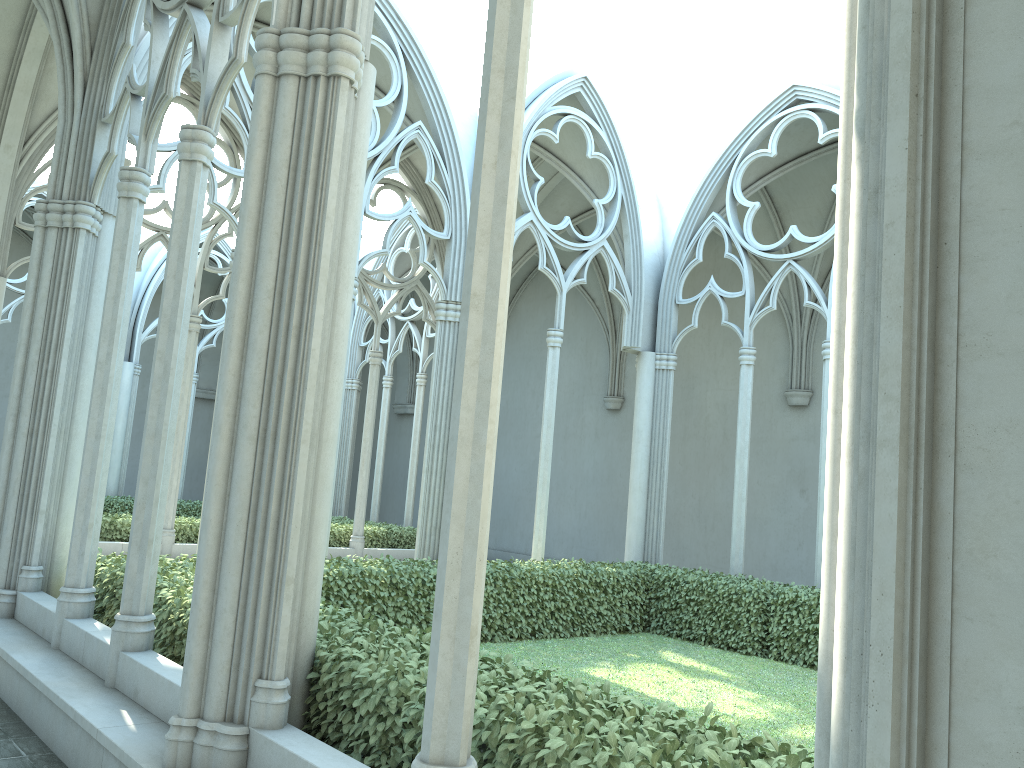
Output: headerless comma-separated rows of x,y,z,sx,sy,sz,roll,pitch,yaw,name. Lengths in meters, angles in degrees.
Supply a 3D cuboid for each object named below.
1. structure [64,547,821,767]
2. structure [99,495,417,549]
1.555,2.314,7.463,7.995,0.963,8.018,11,-9,-40,structure
-7.025,2.802,17.304,7.995,0.963,8.018,11,-9,-40,structure
